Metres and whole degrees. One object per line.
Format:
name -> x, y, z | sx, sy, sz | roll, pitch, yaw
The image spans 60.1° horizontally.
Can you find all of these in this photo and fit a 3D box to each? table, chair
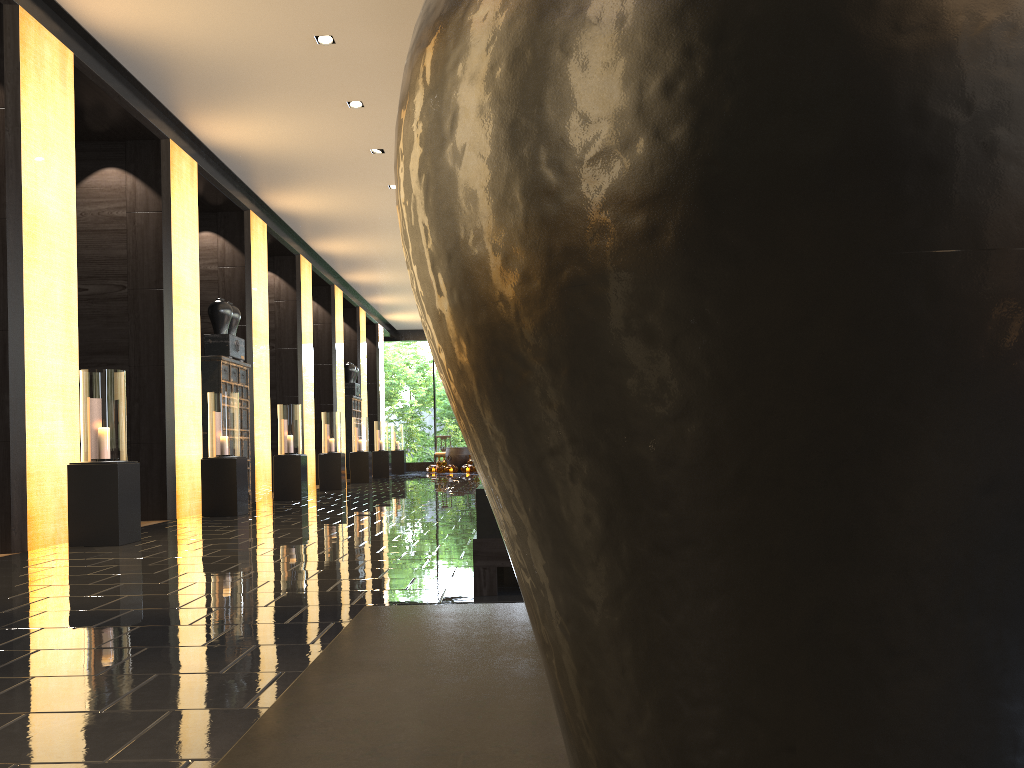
table -> 0.100, 0.471, 0.178 | 0.620, 0.512, 1.964 | -1, -4, 0
chair -> -2.065, 2.081, 26.543 | 0.520, 1.075, 0.537 | -1, -1, 0
table -> 0.126, 0.822, 5.222 | 0.620, 0.512, 1.964 | -1, -4, 0

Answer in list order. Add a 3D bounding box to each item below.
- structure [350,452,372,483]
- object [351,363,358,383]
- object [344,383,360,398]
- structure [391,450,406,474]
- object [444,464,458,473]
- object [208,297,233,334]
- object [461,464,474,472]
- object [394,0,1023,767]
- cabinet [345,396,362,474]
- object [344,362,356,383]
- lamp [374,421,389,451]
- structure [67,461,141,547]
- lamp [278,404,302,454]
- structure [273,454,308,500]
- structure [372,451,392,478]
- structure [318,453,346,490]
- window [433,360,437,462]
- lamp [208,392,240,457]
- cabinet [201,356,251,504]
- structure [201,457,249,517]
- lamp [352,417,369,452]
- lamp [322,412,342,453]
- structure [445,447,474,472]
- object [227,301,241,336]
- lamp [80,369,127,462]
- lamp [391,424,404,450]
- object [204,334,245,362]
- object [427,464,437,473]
structure -> -3.219, 1.775, 18.883 | 0.402, 0.657, 0.403 | -1, -2, 0
object -> -3.735, -0.244, 20.633 | 0.311, 0.492, 0.312 | -1, -2, -18
object -> -3.718, 0.149, 20.454 | 0.365, 0.314, 0.607 | -1, -3, 0
structure -> -3.188, 2.184, 24.756 | 0.402, 0.657, 0.403 | -1, -2, 0
object -> -1.714, 2.384, 24.965 | 0.370, 0.229, 0.370 | -3, -3, 23
object -> -3.783, -0.881, 11.482 | 0.311, 0.492, 0.312 | 0, -2, -33
object -> -1.253, 2.375, 24.967 | 0.369, 0.229, 0.370 | -1, -3, 3
object -> 0.112, -0.021, 0.348 | 0.311, 0.492, 0.312 | -1, -2, -11
cabinet -> -3.806, 1.268, 20.416 | 0.547, 1.921, 1.189 | -1, -2, 0
object -> -3.736, -0.267, 20.301 | 0.311, 0.492, 0.312 | 0, -2, -26
lamp -> -3.220, 1.280, 21.832 | 0.337, 0.728, 0.337 | -1, -1, 2
structure -> -3.281, 0.958, 7.137 | 0.402, 0.657, 0.403 | -1, -2, 0
lamp -> -3.266, 0.667, 13.022 | 0.337, 0.728, 0.337 | -1, -1, 2
structure -> -3.250, 1.367, 13.010 | 0.402, 0.657, 0.403 | -1, -2, 0
structure -> -3.203, 1.980, 21.819 | 0.402, 0.657, 0.403 | -1, -2, 0
structure -> -3.234, 1.571, 15.946 | 0.402, 0.657, 0.403 | -1, -2, 0
window -> 0.083, -0.569, 11.812 | 12.052, 4.222, 31.945 | -1, -4, 0
lamp -> -3.282, 0.462, 10.086 | 0.337, 0.728, 0.337 | -1, -1, 6
cabinet -> -3.853, 0.654, 11.597 | 0.547, 1.921, 1.189 | -1, -2, 0
structure -> -3.265, 1.162, 10.073 | 0.402, 0.657, 0.403 | -1, -2, 0
lamp -> -3.235, 1.076, 18.895 | 0.337, 0.728, 0.337 | -1, -1, 2
lamp -> -3.251, 0.871, 15.959 | 0.337, 0.728, 0.337 | -1, -1, 2
structure -> -1.511, 2.200, 25.856 | 0.873, 0.709, 0.876 | -1, -3, -11
object -> -3.781, -0.858, 11.814 | 0.311, 0.492, 0.312 | -1, -2, -18
lamp -> -3.297, 0.258, 7.149 | 0.336, 0.728, 0.337 | -1, -1, -27
lamp -> -3.204, 1.485, 24.768 | 0.336, 0.728, 0.337 | -1, -1, -12
object -> -3.765, -0.465, 11.636 | 0.365, 0.314, 0.607 | -1, -3, 0
object -> -2.267, 2.437, 25.549 | 0.370, 0.229, 0.370 | -2, -3, 18
